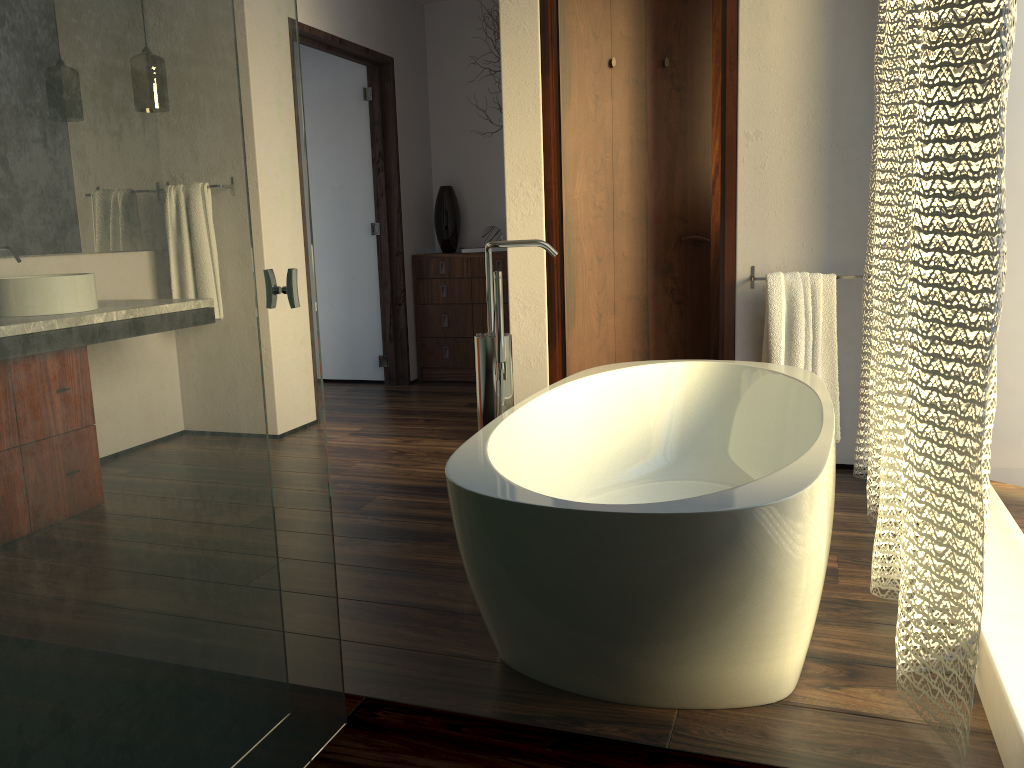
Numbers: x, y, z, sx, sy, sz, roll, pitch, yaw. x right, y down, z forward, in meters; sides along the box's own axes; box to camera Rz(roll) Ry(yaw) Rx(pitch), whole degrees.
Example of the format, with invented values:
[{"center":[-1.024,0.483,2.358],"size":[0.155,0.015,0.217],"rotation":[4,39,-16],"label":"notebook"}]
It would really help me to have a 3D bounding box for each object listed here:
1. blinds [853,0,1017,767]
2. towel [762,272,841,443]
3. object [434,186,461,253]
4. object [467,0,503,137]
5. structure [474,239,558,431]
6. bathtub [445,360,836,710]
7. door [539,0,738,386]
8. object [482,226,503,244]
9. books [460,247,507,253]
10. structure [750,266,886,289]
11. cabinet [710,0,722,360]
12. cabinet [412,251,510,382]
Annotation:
[{"center":[0.965,-0.666,2.069],"size":[0.184,2.336,2.092],"rotation":[1,10,19],"label":"blinds"},{"center":[1.038,-0.085,3.198],"size":[0.261,0.637,0.154],"rotation":[-1,10,3],"label":"towel"},{"center":[-0.408,-1.041,5.609],"size":[0.174,0.417,0.167],"rotation":[4,12,32],"label":"object"},{"center":[0.067,-1.519,5.221],"size":[0.717,1.449,0.841],"rotation":[-7,11,-26],"label":"object"},{"center":[-0.042,0.067,2.394],"size":[0.239,0.897,0.282],"rotation":[-8,11,-30],"label":"structure"},{"center":[0.379,0.299,2.181],"size":[0.777,0.485,1.595],"rotation":[1,10,19],"label":"bathtub"},{"center":[0.550,-0.700,3.608],"size":[0.742,1.946,0.457],"rotation":[2,10,20],"label":"door"},{"center":[-0.123,-0.921,5.521],"size":[0.133,0.131,0.129],"rotation":[1,10,16],"label":"object"},{"center":[-0.072,-0.843,5.523],"size":[0.496,0.034,0.248],"rotation":[-3,10,-4],"label":"books"},{"center":[1.087,-0.382,3.156],"size":[0.460,0.088,0.101],"rotation":[1,10,21],"label":"structure"},{"center":[1.305,-1.118,4.616],"size":[1.507,2.363,0.353],"rotation":[2,10,21],"label":"cabinet"},{"center":[-0.004,-0.424,5.521],"size":[1.158,0.800,0.396],"rotation":[1,10,21],"label":"cabinet"}]
